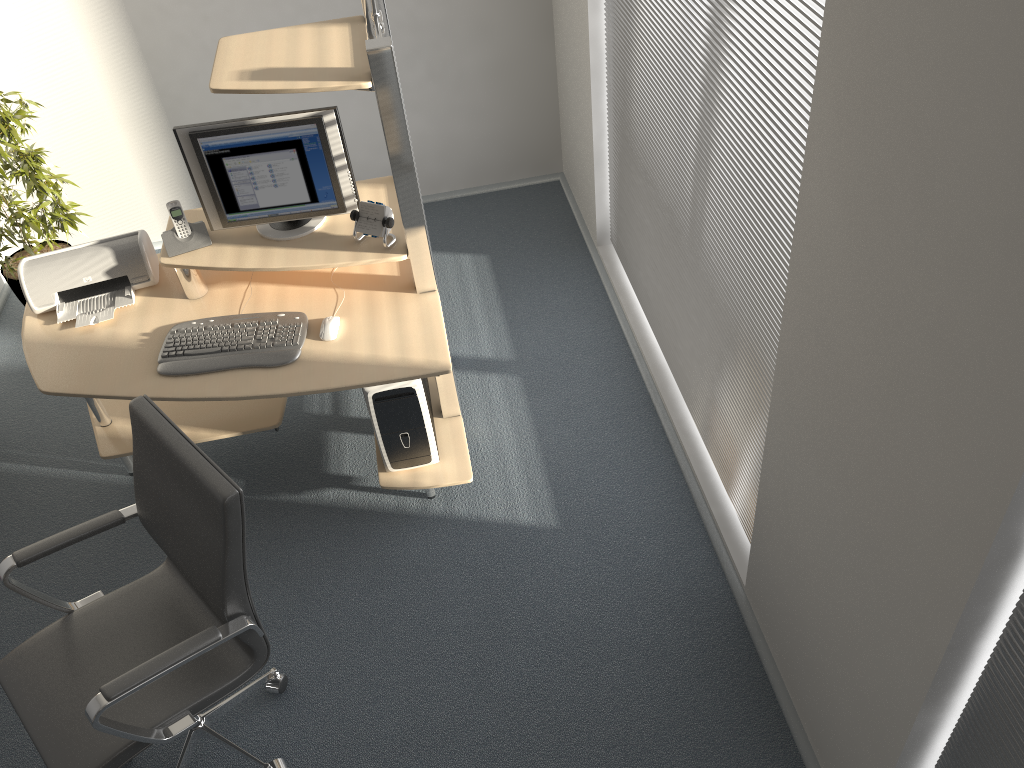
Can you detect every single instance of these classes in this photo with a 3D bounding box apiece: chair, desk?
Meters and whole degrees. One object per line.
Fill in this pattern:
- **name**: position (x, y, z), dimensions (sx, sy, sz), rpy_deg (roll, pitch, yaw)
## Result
- **chair**: position (-0.951, 0.680, 2.316), dimensions (0.652, 1.048, 0.584), rpy_deg (-36, 49, -28)
- **desk**: position (-0.985, -0.264, 2.968), dimensions (1.469, 1.566, 0.967), rpy_deg (-10, 42, -3)

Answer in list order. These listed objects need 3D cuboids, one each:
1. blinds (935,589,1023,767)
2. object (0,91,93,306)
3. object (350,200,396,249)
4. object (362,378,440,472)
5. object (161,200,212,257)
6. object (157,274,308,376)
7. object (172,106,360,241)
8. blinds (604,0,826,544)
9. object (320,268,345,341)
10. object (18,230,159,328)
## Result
- **blinds**: position (0.973, 0.763, 0.532), dimensions (0.022, 2.770, 1.950), rpy_deg (-10, 42, -3)
- **object**: position (-2.253, -0.781, 4.041), dimensions (0.544, 1.147, 0.644), rpy_deg (9, 45, 18)
- **object**: position (-0.454, -0.529, 2.918), dimensions (0.154, 0.135, 0.093), rpy_deg (16, 47, 23)
- **object**: position (-0.414, 0.009, 3.232), dimensions (0.199, 0.422, 0.471), rpy_deg (-10, 42, -3)
- **object**: position (-1.128, -0.544, 3.021), dimensions (0.150, 0.151, 0.119), rpy_deg (-20, 44, -14)
- **object**: position (-0.908, -0.302, 3.089), dimensions (0.478, 0.082, 0.814), rpy_deg (-5, 42, 2)
- **object**: position (-0.782, -0.725, 2.970), dimensions (0.516, 0.418, 0.245), rpy_deg (0, 43, 8)
- **blinds**: position (0.513, -1.069, 2.601), dimensions (0.037, 2.749, 1.950), rpy_deg (-10, 42, -3)
- **object**: position (-0.578, -0.385, 3.128), dimensions (0.168, 0.088, 0.742), rpy_deg (-9, 42, -2)
- **object**: position (-1.478, -0.361, 3.099), dimensions (0.438, 0.162, 0.351), rpy_deg (-16, 43, -9)
